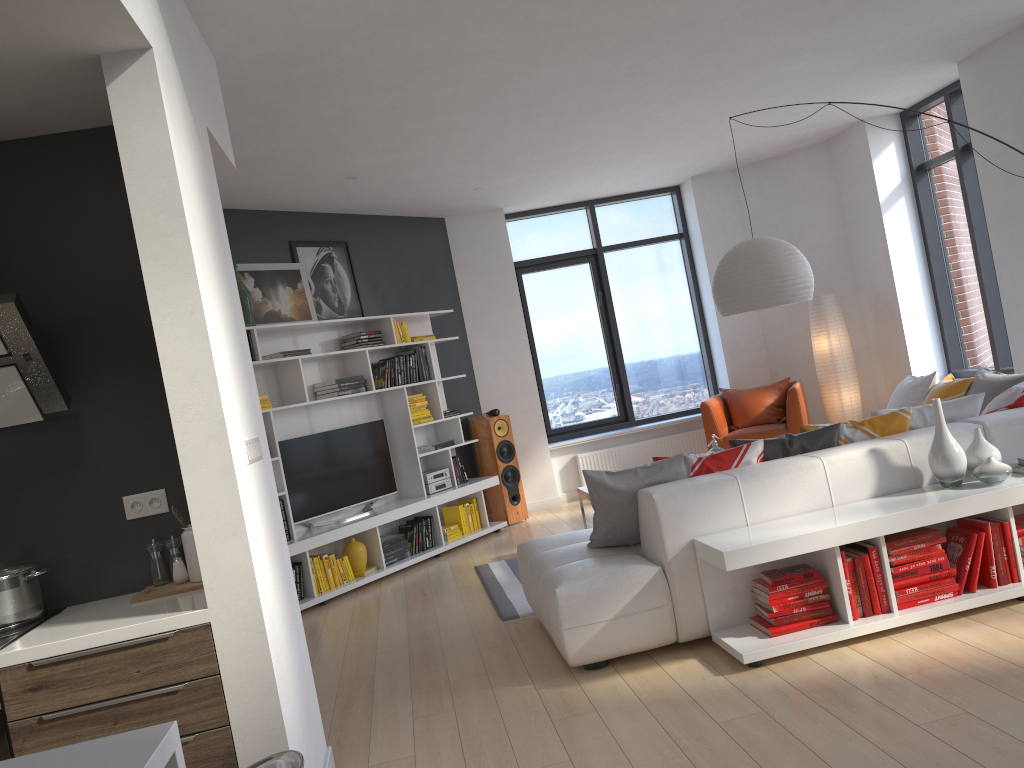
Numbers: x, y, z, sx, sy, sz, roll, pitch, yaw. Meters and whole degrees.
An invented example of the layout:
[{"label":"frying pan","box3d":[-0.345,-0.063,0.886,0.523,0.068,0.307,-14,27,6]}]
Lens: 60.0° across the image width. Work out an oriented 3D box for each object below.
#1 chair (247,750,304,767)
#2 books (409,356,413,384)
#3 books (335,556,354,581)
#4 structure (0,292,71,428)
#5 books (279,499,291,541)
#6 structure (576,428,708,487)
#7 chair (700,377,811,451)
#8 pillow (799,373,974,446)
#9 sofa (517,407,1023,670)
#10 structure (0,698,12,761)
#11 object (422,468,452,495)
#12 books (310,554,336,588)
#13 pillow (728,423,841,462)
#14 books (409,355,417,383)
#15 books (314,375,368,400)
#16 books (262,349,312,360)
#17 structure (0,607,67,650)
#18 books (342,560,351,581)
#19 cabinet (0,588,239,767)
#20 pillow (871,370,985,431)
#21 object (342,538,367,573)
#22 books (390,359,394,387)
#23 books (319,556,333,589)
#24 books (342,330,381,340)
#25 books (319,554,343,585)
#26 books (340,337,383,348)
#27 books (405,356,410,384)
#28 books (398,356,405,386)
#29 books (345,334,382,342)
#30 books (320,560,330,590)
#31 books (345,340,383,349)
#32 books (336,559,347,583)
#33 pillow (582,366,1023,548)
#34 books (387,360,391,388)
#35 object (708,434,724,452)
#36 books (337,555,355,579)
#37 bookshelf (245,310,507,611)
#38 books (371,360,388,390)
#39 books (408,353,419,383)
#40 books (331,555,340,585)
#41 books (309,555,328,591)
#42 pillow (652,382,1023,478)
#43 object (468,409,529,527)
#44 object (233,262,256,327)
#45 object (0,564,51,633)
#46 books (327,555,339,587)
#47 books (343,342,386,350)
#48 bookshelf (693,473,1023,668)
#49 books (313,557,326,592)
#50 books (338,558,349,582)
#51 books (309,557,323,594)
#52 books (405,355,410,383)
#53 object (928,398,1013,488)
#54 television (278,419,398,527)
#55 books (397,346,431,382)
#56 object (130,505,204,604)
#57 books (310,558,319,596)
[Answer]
[{"label":"chair","box3d":[-0.442,1.020,1.288,0.434,0.838,0.475,-11,0,-10]},{"label":"books","box3d":[-0.929,-0.112,7.641,0.179,0.243,0.071,-11,1,36]},{"label":"books","box3d":[-1.273,1.385,6.661,0.148,0.193,0.067,-10,1,38]},{"label":"structure","box3d":[-2.034,-0.301,2.863,0.898,0.998,0.407,-11,0,-8]},{"label":"books","box3d":[-1.715,0.992,6.409,0.230,0.297,0.051,-11,1,37]},{"label":"structure","box3d":[1.401,0.797,9.003,1.474,0.460,0.110,-11,0,-8]},{"label":"chair","box3d":[2.331,0.420,8.296,0.896,0.858,0.843,-11,1,24]},{"label":"pillow","box3d":[2.254,0.269,5.150,0.630,0.440,2.095,-10,1,39]},{"label":"sofa","box3d":[1.664,0.639,5.343,3.424,0.732,2.614,-11,0,-8]},{"label":"structure","box3d":[-1.739,1.166,2.742,0.587,0.588,0.584,-11,0,-8]},{"label":"object","box3d":[-0.717,0.851,7.687,0.270,0.174,0.285,-11,1,37]},{"label":"books","box3d":[-1.403,1.381,6.525,0.185,0.252,0.055,-11,1,36]},{"label":"pillow","box3d":[2.126,0.282,4.592,2.120,0.436,0.608,-11,0,-12]},{"label":"books","box3d":[-0.916,-0.117,7.678,0.191,0.249,0.084,-11,1,37]},{"label":"books","box3d":[-1.373,0.032,7.108,0.277,0.137,0.343,-11,1,32]},{"label":"books","box3d":[-1.710,-0.212,6.700,0.250,0.047,0.310,-11,1,33]},{"label":"structure","box3d":[-1.810,0.831,2.785,0.600,0.006,0.550,-11,0,-8]},{"label":"books","box3d":[-1.274,1.398,6.632,0.113,0.169,0.049,-11,1,36]},{"label":"cabinet","box3d":[-1.758,0.433,0.726,2.402,2.501,4.694,-11,0,-8]},{"label":"pillow","box3d":[2.410,0.218,5.424,0.580,0.456,2.156,-11,0,18]},{"label":"object","box3d":[-1.204,1.308,6.800,0.185,0.257,0.185,-11,0,15]},{"label":"books","box3d":[-1.064,-0.078,7.462,0.169,0.233,0.081,-11,1,36]},{"label":"books","box3d":[-1.410,1.382,6.499,0.180,0.252,0.041,-11,1,37]},{"label":"books","box3d":[-1.249,-0.404,7.359,0.209,0.030,0.266,-11,1,31]},{"label":"books","box3d":[-1.357,1.380,6.600,0.172,0.235,0.056,-11,1,36]},{"label":"books","box3d":[-1.251,-0.348,7.369,0.214,0.030,0.284,-10,1,41]},{"label":"books","box3d":[-0.947,-0.105,7.594,0.172,0.242,0.069,-10,1,38]},{"label":"books","box3d":[-1.003,-0.100,7.566,0.191,0.249,0.084,-11,1,37]},{"label":"books","box3d":[-1.234,-0.380,7.355,0.180,0.026,0.246,-10,1,40]},{"label":"books","box3d":[-1.417,1.397,6.479,0.156,0.230,0.042,-11,1,36]},{"label":"books","box3d":[-1.233,-0.325,7.355,0.189,0.020,0.264,-11,1,36]},{"label":"books","box3d":[-1.315,1.396,6.612,0.138,0.188,0.056,-11,1,37]},{"label":"pillow","box3d":[1.671,0.363,4.857,2.953,0.453,0.647,-11,0,-20]},{"label":"books","box3d":[-1.093,-0.072,7.445,0.187,0.234,0.096,-11,1,38]},{"label":"object","box3d":[1.307,0.485,6.013,0.330,0.265,0.330,-11,0,16]},{"label":"books","box3d":[-1.266,1.383,6.686,0.149,0.193,0.046,-10,1,38]},{"label":"bookshelf","box3d":[-1.295,0.521,6.941,0.455,2.052,3.000,-11,1,37]},{"label":"books","box3d":[-1.110,-0.070,7.416,0.182,0.234,0.104,-11,1,37]},{"label":"books","box3d":[-0.897,-0.126,7.705,0.197,0.260,0.066,-11,1,37]},{"label":"books","box3d":[-1.369,1.382,6.569,0.171,0.235,0.043,-11,1,36]},{"label":"books","box3d":[-1.445,1.383,6.475,0.202,0.267,0.038,-11,1,38]},{"label":"pillow","box3d":[1.814,0.369,4.541,2.250,0.449,0.575,-11,0,-10]},{"label":"object","box3d":[-0.161,0.783,8.352,0.290,1.088,0.434,-11,1,-38]},{"label":"object","box3d":[-1.993,-0.644,6.492,0.157,0.507,0.157,-11,1,-39]},{"label":"object","box3d":[-1.716,0.695,2.928,0.315,0.223,0.288,-11,1,33]},{"label":"books","box3d":[-1.368,1.381,6.538,0.169,0.240,0.043,-11,1,36]},{"label":"books","box3d":[-1.225,-0.301,7.354,0.214,0.030,0.284,-10,1,41]},{"label":"bookshelf","box3d":[2.133,0.679,3.907,2.600,0.500,0.356,-11,0,-8]},{"label":"books","box3d":[-1.463,1.390,6.452,0.198,0.258,0.066,-11,1,37]},{"label":"books","box3d":[-1.297,1.393,6.624,0.134,0.187,0.046,-11,1,37]},{"label":"books","box3d":[-1.481,1.387,6.419,0.213,0.271,0.048,-11,1,37]},{"label":"books","box3d":[-0.956,-0.111,7.628,0.192,0.254,0.075,-11,1,36]},{"label":"object","box3d":[2.009,0.245,3.957,0.316,0.398,0.319,-11,0,16]},{"label":"television","box3d":[-1.352,0.709,7.003,0.207,0.704,1.102,-11,1,37]},{"label":"books","box3d":[-0.866,-0.159,7.799,0.259,0.321,0.128,-11,1,37]},{"label":"object","box3d":[-1.146,0.543,3.059,0.330,0.316,0.221,-11,0,-8]},{"label":"books","box3d":[-1.488,1.389,6.376,0.204,0.270,0.029,-11,1,37]}]
